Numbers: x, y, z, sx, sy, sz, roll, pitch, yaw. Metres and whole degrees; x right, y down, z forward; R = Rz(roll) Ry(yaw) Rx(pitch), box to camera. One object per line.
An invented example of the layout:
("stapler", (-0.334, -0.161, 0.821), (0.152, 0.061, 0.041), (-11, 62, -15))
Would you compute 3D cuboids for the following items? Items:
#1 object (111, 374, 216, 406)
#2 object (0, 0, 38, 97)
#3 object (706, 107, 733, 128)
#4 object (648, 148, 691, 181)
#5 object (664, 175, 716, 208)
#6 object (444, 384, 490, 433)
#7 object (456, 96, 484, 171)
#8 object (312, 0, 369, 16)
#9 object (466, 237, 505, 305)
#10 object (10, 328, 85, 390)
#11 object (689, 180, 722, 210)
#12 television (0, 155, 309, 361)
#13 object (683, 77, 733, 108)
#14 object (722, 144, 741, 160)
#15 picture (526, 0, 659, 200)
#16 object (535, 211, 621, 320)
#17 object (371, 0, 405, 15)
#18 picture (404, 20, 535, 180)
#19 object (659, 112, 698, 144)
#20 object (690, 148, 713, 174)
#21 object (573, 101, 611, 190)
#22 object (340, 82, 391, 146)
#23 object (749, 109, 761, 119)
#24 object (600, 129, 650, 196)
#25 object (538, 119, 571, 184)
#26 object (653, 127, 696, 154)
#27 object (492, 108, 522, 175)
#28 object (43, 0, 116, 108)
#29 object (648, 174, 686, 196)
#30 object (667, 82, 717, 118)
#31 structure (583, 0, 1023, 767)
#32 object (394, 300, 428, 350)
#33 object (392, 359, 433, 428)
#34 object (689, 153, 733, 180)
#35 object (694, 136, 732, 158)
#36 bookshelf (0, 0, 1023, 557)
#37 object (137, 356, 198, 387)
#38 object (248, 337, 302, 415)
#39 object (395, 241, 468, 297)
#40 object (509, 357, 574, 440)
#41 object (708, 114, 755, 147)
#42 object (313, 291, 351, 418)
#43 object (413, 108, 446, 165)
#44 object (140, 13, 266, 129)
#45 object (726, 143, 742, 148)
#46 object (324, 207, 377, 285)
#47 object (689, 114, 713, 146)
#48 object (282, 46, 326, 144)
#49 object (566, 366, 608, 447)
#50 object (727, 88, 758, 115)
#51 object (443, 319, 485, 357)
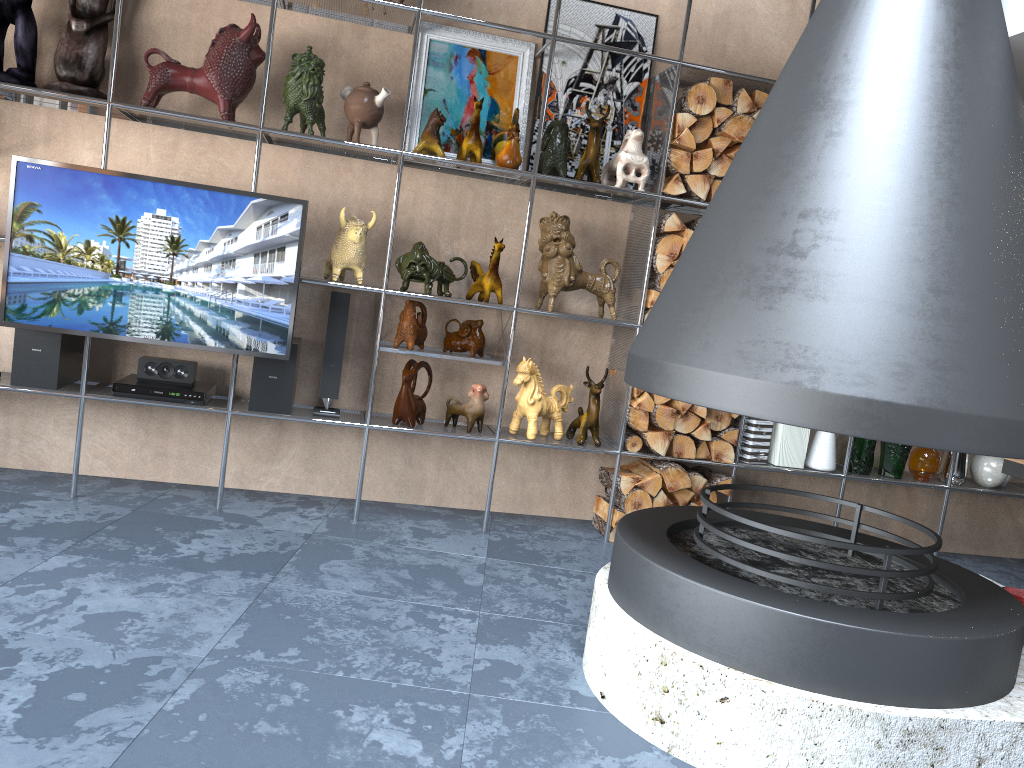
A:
("object", (-1.457, 0.024, 3.734), (0.360, 0.058, 0.325), (7, 6, -12))
("object", (-1.934, -1.594, 3.440), (0.244, 0.879, 0.244), (10, 6, 17))
("object", (0.888, -1.179, 3.993), (0.098, 0.090, 0.303), (7, 6, -11))
("object", (0.697, -0.984, 3.994), (0.110, 0.109, 0.321), (7, 6, -12))
("object", (0.783, -0.885, 4.050), (0.154, 0.131, 0.362), (7, 6, -12))
("object", (-0.212, 0.098, 3.937), (0.212, 0.220, 0.119), (10, 6, 22))
("object", (-0.174, -1.080, 3.836), (0.097, 0.290, 0.290), (7, 6, -13))
("object", (-0.738, -1.814, 3.703), (0.328, 0.458, 0.215), (7, 6, -7))
("object", (-0.118, -0.505, 3.923), (0.097, 0.290, 0.290), (5, 7, -31))
("object", (-1.900, -0.154, 3.648), (0.175, 0.303, 0.343), (7, 6, -12))
("object", (0.908, -0.863, 4.061), (0.135, 0.114, 0.299), (7, 6, -10))
("television", (-1.374, -0.475, 3.453), (1.075, 0.638, 0.115), (7, 6, -11))
("object", (0.880, -1.294, 4.001), (0.129, 0.118, 0.299), (7, 6, -14))
("object", (0.971, -1.033, 4.041), (0.101, 0.110, 0.331), (7, 6, -14))
("picture", (0.370, -1.323, 4.095), (0.529, 0.863, 0.090), (7, 6, -12))
("object", (0.299, -0.533, 3.997), (0.405, 0.451, 0.210), (6, 6, -19))
("object", (-0.472, -1.674, 3.632), (0.131, 0.280, 0.208), (5, 7, -30))
("picture", (-0.192, -1.267, 3.965), (0.544, 0.625, 0.136), (7, 6, -12))
("object", (0.736, -1.140, 3.976), (0.097, 0.120, 0.308), (7, 6, -7))
("object", (0.811, -1.004, 4.013), (0.095, 0.135, 0.329), (7, 6, -8))
("object", (0.350, -1.052, 3.914), (0.116, 0.358, 0.198), (8, 6, -4))
("object", (-0.617, -1.116, 3.673), (0.237, 0.266, 0.164), (9, 6, 5))
("object", (1.050, -1.184, 4.042), (0.098, 0.115, 0.362), (7, 6, -11))
("object", (0.506, -0.995, 3.962), (0.151, 0.280, 0.314), (7, 6, -13))
("object", (0.187, -1.021, 3.912), (0.126, 0.249, 0.253), (7, 6, -7))
("object", (0.724, -1.075, 3.989), (0.107, 0.110, 0.331), (7, 6, -10))
("object", (-0.007, -1.052, 3.850), (0.123, 0.270, 0.227), (7, 6, -12))
("object", (-1.681, -1.544, 3.517), (0.237, 0.839, 0.305), (7, 6, -10))
("object", (0.691, -0.889, 4.007), (0.107, 0.105, 0.330), (7, 6, -9))
("object", (0.794, -1.237, 3.955), (0.140, 0.150, 0.312), (7, 6, -8))
("structure", (1.430, -1.861, 2.357), (1.689, 5.699, 1.197), (7, 6, -12))
("object", (-0.430, -0.260, 3.877), (0.108, 0.214, 0.217), (9, 6, 13))
("object", (-0.439, 0.039, 3.888), (0.114, 0.290, 0.249), (9, 6, 14))
("object", (0.907, -0.978, 4.051), (0.147, 0.118, 0.288), (7, 6, -8))
("object", (0.891, -1.058, 4.039), (0.107, 0.098, 0.330), (7, 6, -8))
("bookshelf", (2.746, -2.139, 4.302), (10.738, 6.218, 0.421), (7, 6, -12))
("object", (-1.445, -0.053, 3.721), (0.223, 0.101, 0.080), (7, 6, -12))
("object", (-1.022, -0.048, 3.831), (0.175, 0.303, 0.343), (7, 6, -12))
("object", (-0.371, -0.500, 3.851), (0.192, 0.221, 0.403), (11, 6, 25))
("object", (0.138, 0.064, 4.027), (0.170, 0.363, 0.375), (14, 8, 44))
("object", (0.959, -1.133, 4.001), (0.164, 0.128, 0.322), (7, 6, -11))
("object", (-0.767, -0.130, 3.818), (0.112, 0.533, 0.112), (7, 6, -12))
("object", (-0.348, -1.063, 3.815), (0.137, 0.207, 0.272), (7, 6, -8))
("object", (-1.232, -1.279, 3.560), (0.462, 0.440, 0.219), (7, 6, -12))
("object", (1.066, -1.080, 4.047), (0.128, 0.107, 0.329), (7, 6, -12))
("object", (-0.699, -0.583, 3.750), (0.154, 0.309, 0.325), (5, 6, -27))
("object", (0.807, -1.123, 4.012), (0.112, 0.153, 0.291), (7, 6, -9))
("object", (-0.840, -1.188, 3.632), (0.167, 0.356, 0.255), (9, 6, 7))
("object", (0.350, 0.094, 4.053), (0.116, 0.358, 0.198), (6, 6, -19))
("object", (0.994, -1.239, 3.987), (0.107, 0.121, 0.289), (7, 6, -13))
("object", (-0.210, -0.211, 3.904), (0.210, 0.168, 0.105), (11, 7, 28))
